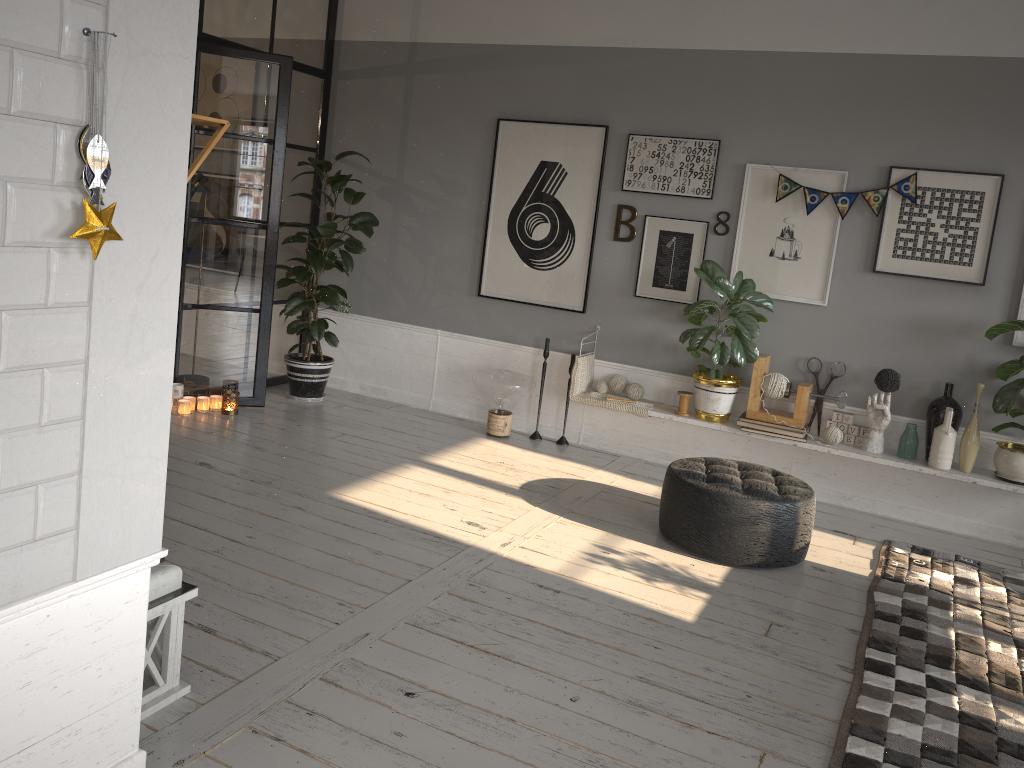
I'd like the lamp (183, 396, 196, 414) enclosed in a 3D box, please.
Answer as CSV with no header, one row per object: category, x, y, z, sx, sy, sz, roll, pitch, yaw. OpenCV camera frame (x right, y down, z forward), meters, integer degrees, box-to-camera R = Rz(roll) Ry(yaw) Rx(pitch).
lamp,-2.054,0.135,5.624,0.080,0.098,0.081,3,9,-24

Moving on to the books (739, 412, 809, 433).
books,1.553,0.224,5.246,0.381,0.017,0.230,11,12,22

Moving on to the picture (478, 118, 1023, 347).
picture,-0.830,-1.058,4.257,7.327,1.779,4.060,12,11,25

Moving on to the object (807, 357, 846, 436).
object,1.837,0.082,5.254,0.222,0.459,0.019,10,8,25

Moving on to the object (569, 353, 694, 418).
object,0.779,0.026,5.610,0.789,0.304,0.330,12,10,26

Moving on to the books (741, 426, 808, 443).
books,1.559,0.273,5.240,0.369,0.021,0.298,10,11,19

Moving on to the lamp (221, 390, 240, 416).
lamp,-1.820,0.122,5.721,0.107,0.139,0.109,5,9,-11

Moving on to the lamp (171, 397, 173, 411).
lamp,-2.177,0.132,5.566,0.080,0.098,0.081,5,9,-10

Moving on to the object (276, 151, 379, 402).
object,-1.988,-0.568,4.858,1.016,1.777,3.917,10,11,24

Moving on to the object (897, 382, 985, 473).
object,2.356,0.206,4.846,0.285,0.484,0.335,5,9,-14

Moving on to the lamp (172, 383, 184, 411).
lamp,-2.149,0.083,5.660,0.092,0.165,0.090,5,8,-9

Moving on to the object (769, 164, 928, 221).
object,1.904,-1.122,5.144,0.918,0.336,0.058,11,8,24

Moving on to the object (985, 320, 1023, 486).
object,2.756,-0.035,4.596,0.415,1.140,0.573,3,9,-25

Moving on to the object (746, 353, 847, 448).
object,1.677,0.093,5.170,0.548,0.436,0.239,11,9,25

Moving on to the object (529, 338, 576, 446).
object,0.290,0.043,5.922,0.280,0.695,0.092,9,8,18

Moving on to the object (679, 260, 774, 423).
object,1.257,-0.248,5.285,0.511,0.955,0.550,8,8,10

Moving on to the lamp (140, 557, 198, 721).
lamp,-1.099,0.657,2.479,0.288,0.473,0.288,10,9,24

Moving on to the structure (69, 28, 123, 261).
structure,-0.818,-0.467,1.737,0.078,0.443,0.135,8,8,13

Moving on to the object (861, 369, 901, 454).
object,2.082,0.149,4.993,0.155,0.479,0.137,10,8,25

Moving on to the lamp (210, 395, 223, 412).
lamp,-1.921,0.128,5.739,0.080,0.098,0.081,3,9,-24

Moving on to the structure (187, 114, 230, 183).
structure,-0.926,-0.835,2.161,0.497,0.769,0.186,11,8,25

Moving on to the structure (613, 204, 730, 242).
structure,1.010,-0.998,5.621,0.742,0.261,0.024,12,8,25

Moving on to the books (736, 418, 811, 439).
books,1.548,0.248,5.238,0.386,0.029,0.261,12,12,25

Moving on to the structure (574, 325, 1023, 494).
structure,1.703,0.120,5.192,2.789,0.482,0.309,12,10,25

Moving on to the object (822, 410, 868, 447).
object,1.966,0.259,5.163,0.266,0.172,0.078,12,10,31

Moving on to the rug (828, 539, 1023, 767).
rug,2.203,1.133,3.207,1.778,0.034,2.540,12,12,25

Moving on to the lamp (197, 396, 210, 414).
lamp,-1.978,0.135,5.669,0.080,0.098,0.081,3,9,-24

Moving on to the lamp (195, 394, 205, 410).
lamp,-2.030,0.117,5.753,0.063,0.090,0.063,8,8,7

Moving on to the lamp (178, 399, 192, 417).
lamp,-2.049,0.152,5.536,0.080,0.098,0.081,3,9,-24

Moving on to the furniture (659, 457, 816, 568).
furniture,1.105,0.614,4.368,0.737,0.353,0.741,9,10,12

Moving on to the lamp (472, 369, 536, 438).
lamp,-0.070,0.131,5.945,0.433,0.434,0.436,-2,12,-42
